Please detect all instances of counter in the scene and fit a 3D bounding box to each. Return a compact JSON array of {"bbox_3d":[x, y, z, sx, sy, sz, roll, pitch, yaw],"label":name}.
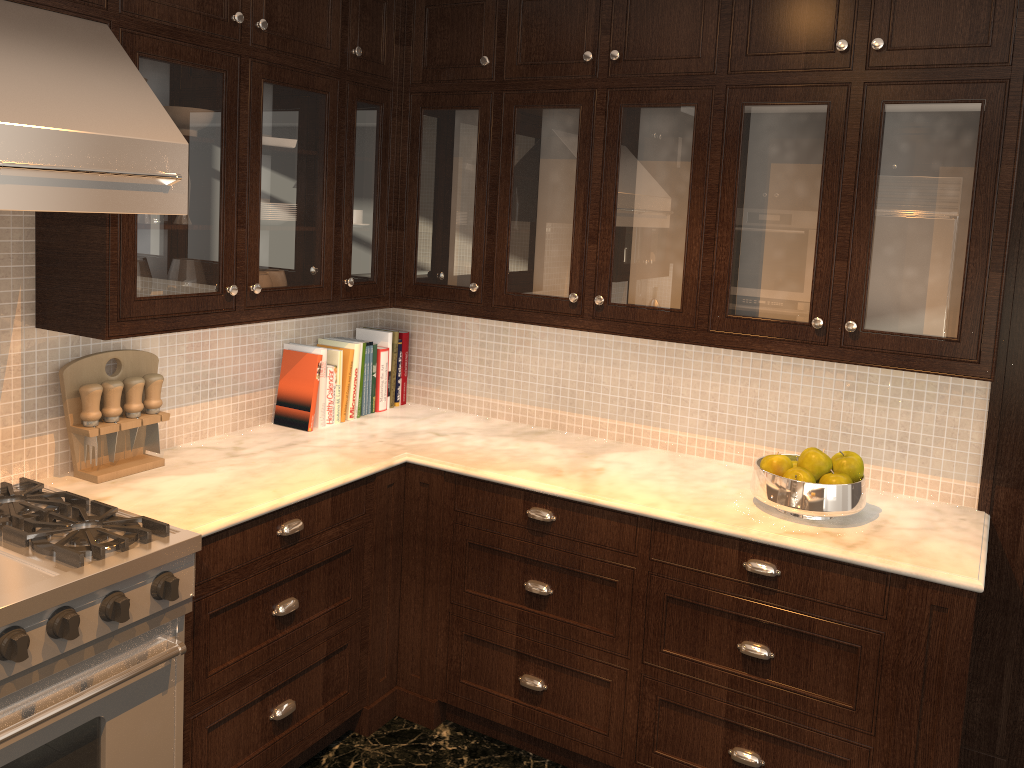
[{"bbox_3d":[-0.409,0.473,1.736,2.326,0.031,3.395,9,13,28],"label":"counter"}]

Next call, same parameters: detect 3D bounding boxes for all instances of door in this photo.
[{"bbox_3d":[1.945,0.264,2.410,0.868,2.164,0.109,7,7,29],"label":"door"}]

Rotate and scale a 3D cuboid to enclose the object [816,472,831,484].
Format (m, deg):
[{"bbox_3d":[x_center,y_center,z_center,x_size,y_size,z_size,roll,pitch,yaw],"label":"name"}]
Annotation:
[{"bbox_3d":[0.927,0.284,2.572,0.096,0.099,0.092,4,8,6],"label":"object"}]

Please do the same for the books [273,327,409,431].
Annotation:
[{"bbox_3d":[-0.646,-0.039,3.404,0.195,0.308,0.608,7,11,28],"label":"books"}]

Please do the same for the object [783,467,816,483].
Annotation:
[{"bbox_3d":[0.804,0.279,2.468,0.100,0.096,0.092,-5,12,-42],"label":"object"}]

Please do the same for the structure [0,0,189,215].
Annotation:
[{"bbox_3d":[-1.225,-0.605,1.789,0.642,0.472,0.938,8,11,29],"label":"structure"}]

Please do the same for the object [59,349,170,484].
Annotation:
[{"bbox_3d":[-1.133,0.082,2.555,0.111,0.346,0.318,7,9,28],"label":"object"}]

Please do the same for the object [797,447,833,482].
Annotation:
[{"bbox_3d":[0.863,0.231,2.518,0.096,0.099,0.092,4,8,6],"label":"object"}]

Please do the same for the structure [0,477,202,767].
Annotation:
[{"bbox_3d":[-1.276,0.764,1.916,0.722,0.829,0.913,8,10,29],"label":"structure"}]

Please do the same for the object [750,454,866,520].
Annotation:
[{"bbox_3d":[0.851,0.303,2.543,0.319,0.121,0.321,7,11,23],"label":"object"}]

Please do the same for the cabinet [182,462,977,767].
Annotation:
[{"bbox_3d":[-0.433,0.922,1.782,2.326,0.871,3.395,9,12,28],"label":"cabinet"}]

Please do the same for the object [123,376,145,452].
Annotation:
[{"bbox_3d":[-1.107,0.091,2.583,0.061,0.224,0.062,3,6,-1],"label":"object"}]

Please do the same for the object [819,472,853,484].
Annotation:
[{"bbox_3d":[0.905,0.294,2.468,0.091,0.096,0.093,-2,10,-31],"label":"object"}]

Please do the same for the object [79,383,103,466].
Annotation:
[{"bbox_3d":[-1.175,0.112,2.463,0.061,0.226,0.062,4,6,11],"label":"object"}]

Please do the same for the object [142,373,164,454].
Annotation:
[{"bbox_3d":[-1.075,0.087,2.641,0.061,0.235,0.061,2,6,-7],"label":"object"}]

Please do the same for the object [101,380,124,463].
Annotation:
[{"bbox_3d":[-1.143,0.107,2.521,0.061,0.235,0.062,3,6,-1],"label":"object"}]

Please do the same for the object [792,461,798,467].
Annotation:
[{"bbox_3d":[0.846,0.273,2.614,0.091,0.096,0.093,5,9,10],"label":"object"}]

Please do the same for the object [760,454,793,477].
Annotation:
[{"bbox_3d":[0.755,0.247,2.522,0.091,0.097,0.094,3,8,-3],"label":"object"}]

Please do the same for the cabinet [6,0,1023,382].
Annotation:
[{"bbox_3d":[-0.355,-0.584,1.632,2.318,1.242,3.394,9,12,29],"label":"cabinet"}]

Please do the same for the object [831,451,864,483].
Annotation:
[{"bbox_3d":[0.952,0.241,2.512,0.093,0.097,0.092,3,8,0],"label":"object"}]
